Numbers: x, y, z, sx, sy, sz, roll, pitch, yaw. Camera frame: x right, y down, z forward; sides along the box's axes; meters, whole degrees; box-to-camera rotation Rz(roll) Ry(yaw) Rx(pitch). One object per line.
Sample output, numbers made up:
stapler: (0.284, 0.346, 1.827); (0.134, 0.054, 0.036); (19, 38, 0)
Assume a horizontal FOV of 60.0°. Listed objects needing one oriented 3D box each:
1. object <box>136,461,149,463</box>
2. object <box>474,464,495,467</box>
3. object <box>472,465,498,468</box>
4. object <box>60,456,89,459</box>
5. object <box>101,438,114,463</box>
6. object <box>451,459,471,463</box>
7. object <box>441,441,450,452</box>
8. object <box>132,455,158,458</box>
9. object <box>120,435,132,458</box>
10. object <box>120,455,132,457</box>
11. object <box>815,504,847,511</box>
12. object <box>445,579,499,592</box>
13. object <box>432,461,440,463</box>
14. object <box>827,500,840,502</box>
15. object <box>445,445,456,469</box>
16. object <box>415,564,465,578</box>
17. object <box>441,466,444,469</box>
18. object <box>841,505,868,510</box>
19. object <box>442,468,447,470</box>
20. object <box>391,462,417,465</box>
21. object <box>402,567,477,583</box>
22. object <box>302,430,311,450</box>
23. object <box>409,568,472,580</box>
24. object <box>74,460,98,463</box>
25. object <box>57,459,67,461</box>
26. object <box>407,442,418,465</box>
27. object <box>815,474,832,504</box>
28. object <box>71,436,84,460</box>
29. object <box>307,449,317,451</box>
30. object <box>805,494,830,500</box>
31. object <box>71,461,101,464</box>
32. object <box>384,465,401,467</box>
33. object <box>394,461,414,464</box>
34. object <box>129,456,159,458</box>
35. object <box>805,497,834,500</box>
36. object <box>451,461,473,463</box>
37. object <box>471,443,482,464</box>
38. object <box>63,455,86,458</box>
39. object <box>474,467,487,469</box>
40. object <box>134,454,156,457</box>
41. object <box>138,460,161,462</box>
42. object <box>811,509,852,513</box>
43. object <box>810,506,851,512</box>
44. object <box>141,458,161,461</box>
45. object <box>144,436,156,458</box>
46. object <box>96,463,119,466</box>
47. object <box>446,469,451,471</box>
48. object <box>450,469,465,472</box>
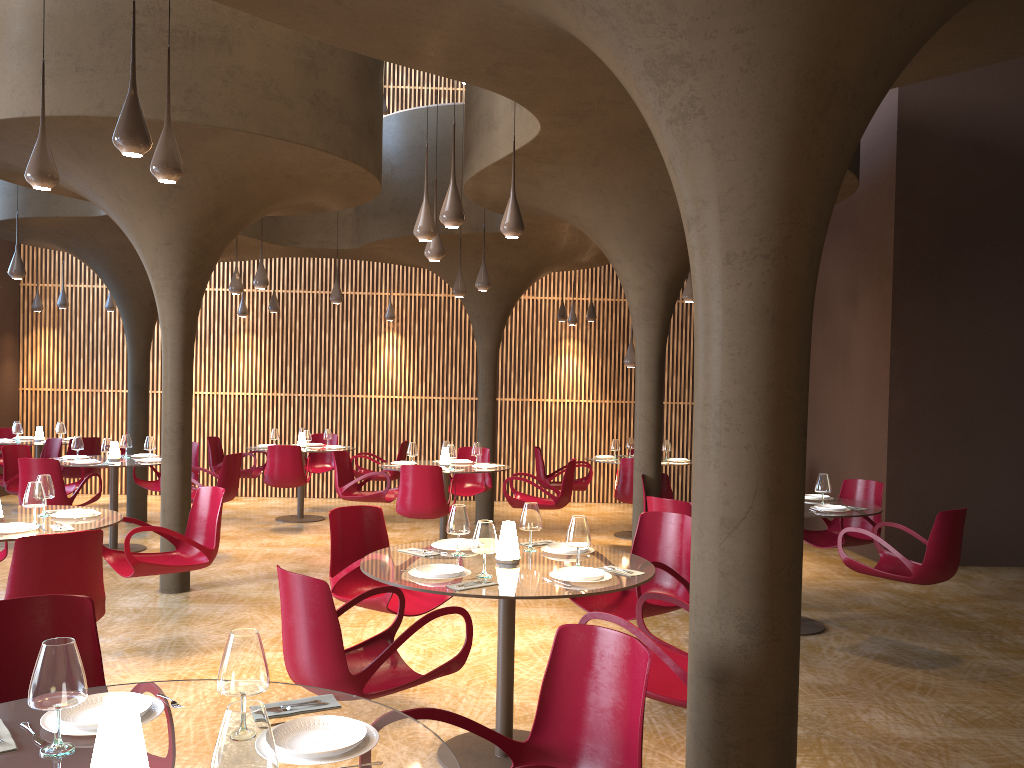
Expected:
object: (-4.448, 0.948, 10.957); (0.204, 0.012, 0.410); (1, 0, 14)
object: (-0.342, 1.028, 11.146); (0.263, 0.029, 0.263); (1, 0, 6)
object: (-0.342, 1.038, 11.146); (0.331, 0.014, 0.332); (1, 0, 31)
object: (-5.482, 0.925, 11.119); (0.331, 0.014, 0.332); (1, 0, 24)
object: (-4.856, 0.799, 10.642); (0.142, 0.295, 0.142); (1, 1, -11)
object: (-0.681, 1.024, 11.739); (0.263, 0.029, 0.263); (1, 0, -1)
object: (-0.860, 0.892, 11.590); (0.142, 0.295, 0.142); (2, 1, 30)
object: (-4.786, 0.943, 11.554); (0.332, 0.014, 0.331); (1, 0, -20)
object: (-4.964, 0.801, 11.405); (0.142, 0.295, 0.142); (1, 1, -15)
object: (-5.081, 0.944, 11.619); (0.126, 0.017, 0.262); (1, 0, 9)
object: (2.765, 1.078, 7.698); (0.263, 0.029, 0.263); (1, 0, -16)
object: (-0.199, 1.012, 4.452); (0.262, 0.017, 0.126); (2, 0, -41)
object: (-0.977, 1.035, 11.804); (0.126, 0.017, 0.262); (1, 0, 9)
object: (2.914, 1.096, 8.502); (0.204, 0.012, 0.410); (1, 0, -37)
object: (-0.752, 0.890, 10.827); (0.142, 0.295, 0.142); (1, 1, -11)
object: (-0.380, 0.992, 4.693); (0.263, 0.029, 0.263); (1, 0, 34)
object: (-0.946, 1.013, 10.698); (0.263, 0.029, 0.263); (1, 0, 16)
object: (3.011, 1.101, 7.874); (0.126, 0.017, 0.262); (1, 0, -39)
object: (-0.946, 1.022, 10.698); (0.332, 0.014, 0.331); (1, 0, -13)
object: (-1.377, 1.016, 11.304); (0.331, 0.014, 0.332); (1, 0, 24)
object: (-0.384, 1.003, 4.696); (0.204, 0.012, 0.410); (2, 0, -45)
object: (-3.133, 0.853, 13.527); (0.142, 0.295, 0.142); (1, 1, -9)
object: (-0.380, 1.002, 4.693); (0.332, 0.014, 0.331); (1, 0, -5)
object: (-5.051, 0.922, 10.513); (0.263, 0.029, 0.263); (1, 0, 7)
object: (-5.575, 0.929, 10.832); (0.262, 0.017, 0.126); (1, 0, 14)
object: (-1.247, 0.881, 11.106); (0.142, 0.295, 0.142); (2, 1, 36)
object: (2.782, 0.952, 7.928); (0.142, 0.295, 0.142); (1, 1, -17)
object: (-5.352, 0.790, 10.921); (0.142, 0.295, 0.142); (2, 1, 36)
object: (-3.002, 0.999, 13.332); (0.126, 0.017, 0.262); (1, 0, 3)
object: (2.912, 1.085, 8.505); (0.263, 0.029, 0.263); (2, 0, -43)
object: (-5.051, 0.931, 10.513); (0.332, 0.014, 0.331); (1, 0, -9)
object: (-1.471, 1.020, 11.017); (0.262, 0.017, 0.126); (1, 0, 14)
object: (-1.377, 1.007, 11.304); (0.263, 0.029, 0.263); (1, 0, 5)
object: (-4.781, 0.944, 11.555); (0.410, 0.012, 0.204); (1, 0, 5)
object: (2.911, 1.095, 8.506); (0.332, 0.014, 0.332); (1, 0, 15)
object: (-0.681, 1.034, 11.739); (0.332, 0.014, 0.331); (1, 0, -20)
object: (-0.453, 0.900, 11.347); (0.142, 0.295, 0.142); (1, 1, -28)
object: (-5.482, 0.916, 11.119); (0.263, 0.029, 0.263); (1, 0, -1)
object: (-0.343, 1.039, 11.142); (0.204, 0.012, 0.410); (1, 0, 14)
object: (-4.786, 0.933, 11.554); (0.263, 0.029, 0.263); (1, 0, -1)
object: (-4.447, 0.947, 10.961); (0.331, 0.014, 0.332); (1, 0, 28)
object: (2.762, 1.089, 7.695); (0.411, 0.012, 0.204); (2, 0, -43)
object: (2.765, 1.087, 7.698); (0.332, 0.014, 0.331); (1, 0, -20)
object: (-4.447, 0.937, 10.961); (0.263, 0.029, 0.263); (1, 0, 22)
object: (-4.558, 0.809, 11.162); (0.142, 0.295, 0.142); (1, 1, -28)
object: (-4.761, 0.944, 10.428); (0.126, 0.017, 0.262); (1, 0, 13)
object: (-0.951, 1.024, 10.698); (0.410, 0.012, 0.204); (1, 0, 9)
object: (-0.657, 1.036, 10.613); (0.126, 0.017, 0.262); (1, 0, 13)
